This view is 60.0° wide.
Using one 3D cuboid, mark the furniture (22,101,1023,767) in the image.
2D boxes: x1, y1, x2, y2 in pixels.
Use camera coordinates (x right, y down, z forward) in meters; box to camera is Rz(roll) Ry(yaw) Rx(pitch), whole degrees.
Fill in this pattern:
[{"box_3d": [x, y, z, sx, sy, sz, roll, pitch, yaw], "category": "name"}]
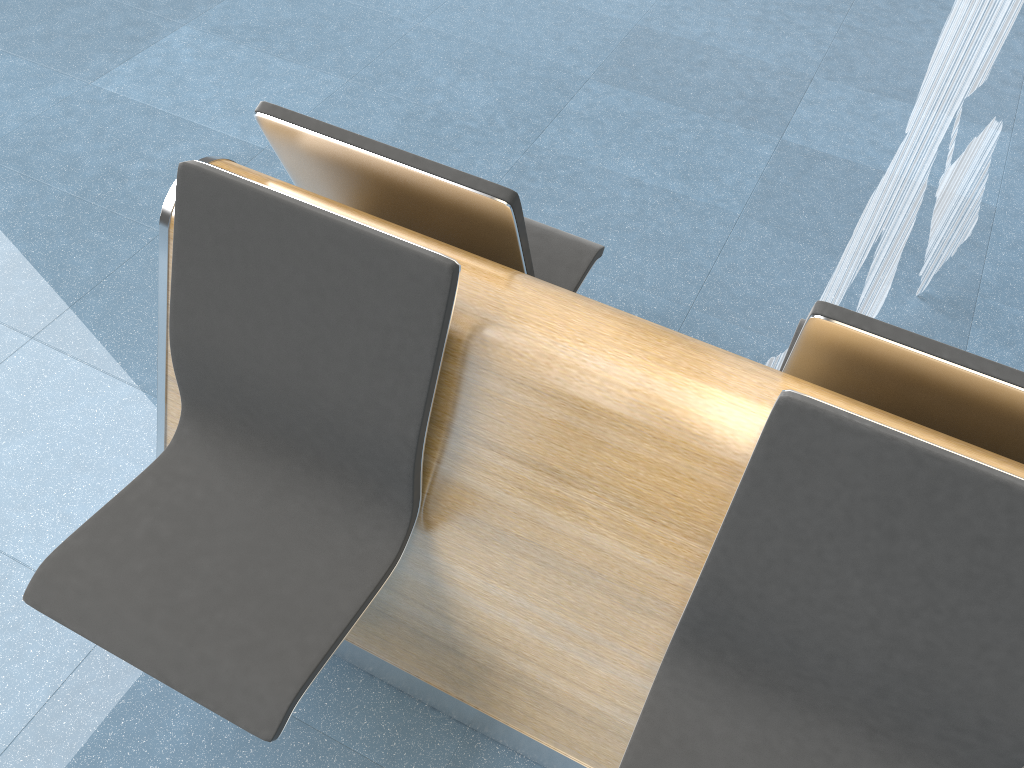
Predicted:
[{"box_3d": [0.439, 0.270, 1.513, 2.281, 0.896, 1.301, 23, 51, 14], "category": "furniture"}]
